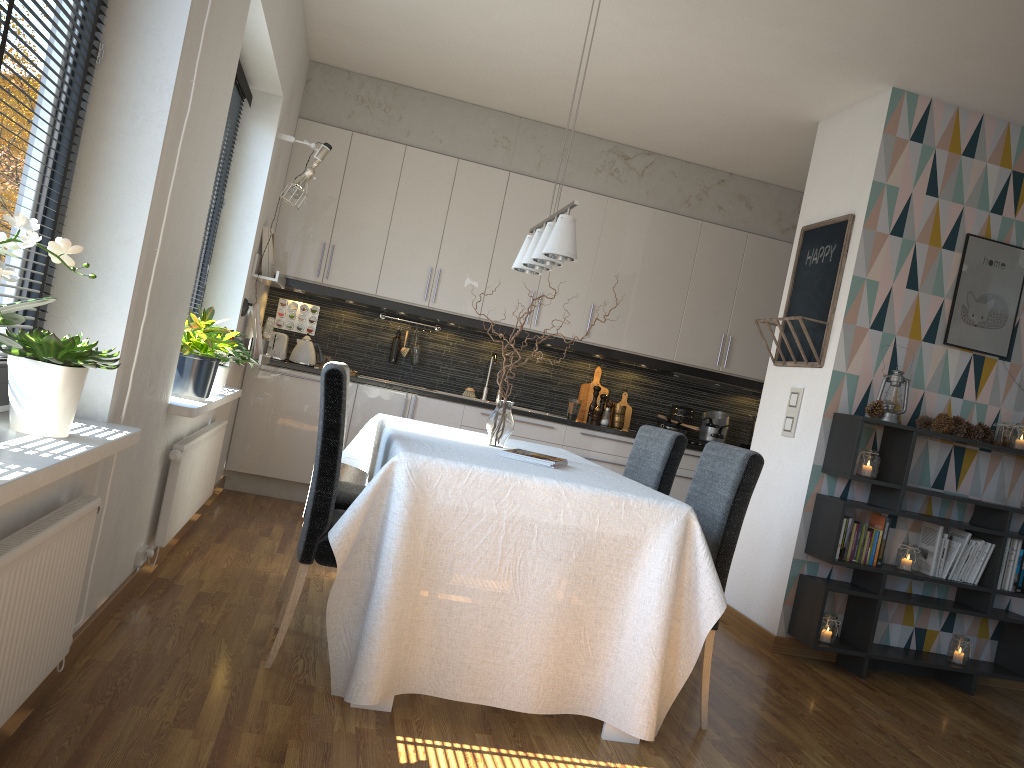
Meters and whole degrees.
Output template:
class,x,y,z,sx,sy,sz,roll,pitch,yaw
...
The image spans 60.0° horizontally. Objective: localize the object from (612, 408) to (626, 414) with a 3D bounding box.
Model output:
class,x,y,z,sx,sy,sz,roll,pitch,yaw
object,0.767,0.199,6.384,0.100,0.036,0.100,12,0,-18

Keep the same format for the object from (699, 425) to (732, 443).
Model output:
class,x,y,z,sx,sy,sz,roll,pitch,yaw
object,1.535,0.366,6.522,0.200,0.154,0.347,12,0,-32

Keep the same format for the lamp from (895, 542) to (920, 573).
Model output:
class,x,y,z,sx,sy,sz,roll,pitch,yaw
lamp,1.897,0.830,4.255,0.098,0.131,0.106,12,0,24

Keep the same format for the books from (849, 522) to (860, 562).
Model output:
class,x,y,z,sx,sy,sz,roll,pitch,yaw
books,1.601,0.745,4.228,0.015,0.181,0.116,12,1,-11

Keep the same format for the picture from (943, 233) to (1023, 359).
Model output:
class,x,y,z,sx,sy,sz,roll,pitch,yaw
picture,2.368,-0.434,4.418,0.365,0.559,0.014,12,1,-11

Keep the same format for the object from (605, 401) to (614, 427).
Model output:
class,x,y,z,sx,sy,sz,roll,pitch,yaw
object,0.687,0.209,6.354,0.058,0.184,0.058,12,1,21

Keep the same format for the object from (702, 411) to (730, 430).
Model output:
class,x,y,z,sx,sy,sz,roll,pitch,yaw
object,1.452,0.268,6.532,0.371,0.169,0.202,12,0,-39

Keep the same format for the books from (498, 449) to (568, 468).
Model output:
class,x,y,z,sx,sy,sz,roll,pitch,yaw
books,0.084,0.268,3.207,0.204,0.022,0.278,12,0,15

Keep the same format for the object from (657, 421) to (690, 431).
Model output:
class,x,y,z,sx,sy,sz,roll,pitch,yaw
object,1.170,0.301,6.486,0.243,0.082,0.347,12,0,25

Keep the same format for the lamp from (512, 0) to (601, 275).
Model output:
class,x,y,z,sx,sy,sz,roll,pitch,yaw
lamp,0.246,-1.092,3.442,0.131,1.285,0.759,12,1,-11

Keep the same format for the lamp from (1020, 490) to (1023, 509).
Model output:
class,x,y,z,sx,sy,sz,roll,pitch,yaw
lamp,2.568,0.559,4.372,0.098,0.131,0.106,12,0,-19

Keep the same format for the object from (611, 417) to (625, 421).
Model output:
class,x,y,z,sx,sy,sz,roll,pitch,yaw
object,0.759,0.260,6.388,0.099,0.051,0.099,12,0,-25

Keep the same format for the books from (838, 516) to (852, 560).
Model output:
class,x,y,z,sx,sy,sz,roll,pitch,yaw
books,1.551,0.725,4.221,0.032,0.200,0.123,12,1,-11

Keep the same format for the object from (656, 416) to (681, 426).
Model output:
class,x,y,z,sx,sy,sz,roll,pitch,yaw
object,1.185,0.290,6.489,0.246,0.080,0.355,12,0,-8

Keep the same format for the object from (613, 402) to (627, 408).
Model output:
class,x,y,z,sx,sy,sz,roll,pitch,yaw
object,0.776,0.163,6.382,0.100,0.047,0.099,12,0,-16

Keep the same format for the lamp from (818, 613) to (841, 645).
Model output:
class,x,y,z,sx,sy,sz,roll,pitch,yaw
lamp,1.492,1.157,4.195,0.098,0.131,0.106,12,0,3

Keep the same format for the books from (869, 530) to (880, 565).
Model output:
class,x,y,z,sx,sy,sz,roll,pitch,yaw
books,1.705,0.774,4.237,0.022,0.165,0.096,12,1,-11

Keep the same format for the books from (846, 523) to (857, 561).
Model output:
class,x,y,z,sx,sy,sz,roll,pitch,yaw
books,1.587,0.742,4.224,0.015,0.181,0.116,12,1,-11

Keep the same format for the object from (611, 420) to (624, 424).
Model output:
class,x,y,z,sx,sy,sz,roll,pitch,yaw
object,0.757,0.277,6.388,0.100,0.048,0.099,12,0,7

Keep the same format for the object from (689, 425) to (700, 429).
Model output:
class,x,y,z,sx,sy,sz,roll,pitch,yaw
object,1.210,0.294,6.476,0.336,0.021,0.065,12,0,37

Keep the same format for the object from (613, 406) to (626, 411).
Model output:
class,x,y,z,sx,sy,sz,roll,pitch,yaw
object,0.770,0.183,6.383,0.100,0.036,0.100,12,0,17

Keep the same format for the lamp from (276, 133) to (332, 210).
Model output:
class,x,y,z,sx,sy,sz,roll,pitch,yaw
lamp,-1.178,-1.160,4.862,0.312,0.395,0.131,12,1,-7

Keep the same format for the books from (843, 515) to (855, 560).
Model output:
class,x,y,z,sx,sy,sz,roll,pitch,yaw
books,1.574,0.728,4.227,0.014,0.203,0.115,12,1,-11

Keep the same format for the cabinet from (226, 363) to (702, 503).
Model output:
class,x,y,z,sx,sy,sz,roll,pitch,yaw
cabinet,0.304,0.618,5.960,4.225,0.690,0.040,12,1,-11

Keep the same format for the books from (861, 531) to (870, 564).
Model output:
class,x,y,z,sx,sy,sz,roll,pitch,yaw
books,1.660,0.770,4.232,0.013,0.155,0.100,12,1,-11

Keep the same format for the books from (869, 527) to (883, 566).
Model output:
class,x,y,z,sx,sy,sz,roll,pitch,yaw
books,1.722,0.776,4.241,0.012,0.170,0.096,12,1,-11

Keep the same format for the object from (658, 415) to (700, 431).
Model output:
class,x,y,z,sx,sy,sz,roll,pitch,yaw
object,1.208,0.282,6.438,0.333,0.061,0.059,12,0,32

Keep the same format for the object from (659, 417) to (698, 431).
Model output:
class,x,y,z,sx,sy,sz,roll,pitch,yaw
object,1.198,0.287,6.425,0.334,0.044,0.064,12,0,40

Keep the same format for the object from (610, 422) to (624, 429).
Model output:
class,x,y,z,sx,sy,sz,roll,pitch,yaw
object,0.754,0.299,6.390,0.100,0.036,0.100,12,0,21

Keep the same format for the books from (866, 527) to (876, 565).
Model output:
class,x,y,z,sx,sy,sz,roll,pitch,yaw
books,1.687,0.769,4.240,0.014,0.170,0.109,12,1,-11

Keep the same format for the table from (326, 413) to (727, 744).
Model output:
class,x,y,z,sx,sy,sz,roll,pitch,yaw
table,-0.112,0.626,3.445,1.236,0.763,1.855,12,0,-10

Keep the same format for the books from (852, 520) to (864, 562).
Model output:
class,x,y,z,sx,sy,sz,roll,pitch,yaw
books,1.618,0.745,4.238,0.021,0.187,0.121,12,1,-11

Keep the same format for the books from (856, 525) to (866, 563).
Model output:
class,x,y,z,sx,sy,sz,roll,pitch,yaw
books,1.635,0.752,4.240,0.015,0.181,0.116,12,1,-11

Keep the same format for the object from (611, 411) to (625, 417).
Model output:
class,x,y,z,sx,sy,sz,roll,pitch,yaw
object,0.763,0.217,6.388,0.099,0.057,0.101,12,0,0

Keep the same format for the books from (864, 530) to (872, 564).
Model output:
class,x,y,z,sx,sy,sz,roll,pitch,yaw
books,1.672,0.772,4.236,0.013,0.155,0.100,12,1,-11

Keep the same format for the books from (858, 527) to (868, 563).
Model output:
class,x,y,z,sx,sy,sz,roll,pitch,yaw
books,1.649,0.758,4.235,0.012,0.174,0.099,12,1,-11

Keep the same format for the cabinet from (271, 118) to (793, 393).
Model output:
class,x,y,z,sx,sy,sz,roll,pitch,yaw
cabinet,0.517,-0.768,6.299,4.238,1.070,0.457,12,1,-11

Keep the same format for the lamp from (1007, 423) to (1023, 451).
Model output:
class,x,y,z,sx,sy,sz,roll,pitch,yaw
lamp,2.460,0.258,4.288,0.106,0.131,0.098,12,0,1

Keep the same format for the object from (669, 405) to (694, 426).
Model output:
class,x,y,z,sx,sy,sz,roll,pitch,yaw
object,1.253,0.239,6.566,0.197,0.159,0.190,12,0,35

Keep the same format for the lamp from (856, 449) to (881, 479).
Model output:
class,x,y,z,sx,sy,sz,roll,pitch,yaw
lamp,1.681,0.375,4.191,0.106,0.131,0.098,12,0,1

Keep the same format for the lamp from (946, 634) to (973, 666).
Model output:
class,x,y,z,sx,sy,sz,roll,pitch,yaw
lamp,2.189,1.302,4.335,0.098,0.131,0.106,12,0,-9

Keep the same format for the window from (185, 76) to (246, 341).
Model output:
class,x,y,z,sx,sy,sz,roll,pitch,yaw
window,-1.435,-0.770,3.935,0.120,1.588,1.560,12,0,-11

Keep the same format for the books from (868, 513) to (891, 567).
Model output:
class,x,y,z,sx,sy,sz,roll,pitch,yaw
books,1.749,0.748,4.260,0.029,0.236,0.127,12,1,-11

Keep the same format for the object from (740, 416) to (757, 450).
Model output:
class,x,y,z,sx,sy,sz,roll,pitch,yaw
object,1.937,0.374,6.681,0.353,0.370,0.205,12,1,-11

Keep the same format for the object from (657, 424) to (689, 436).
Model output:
class,x,y,z,sx,sy,sz,roll,pitch,yaw
object,1.138,0.330,6.502,0.352,0.061,0.232,12,0,-38

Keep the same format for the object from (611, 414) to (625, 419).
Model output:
class,x,y,z,sx,sy,sz,roll,pitch,yaw
object,0.760,0.239,6.389,0.099,0.043,0.100,12,0,-24
